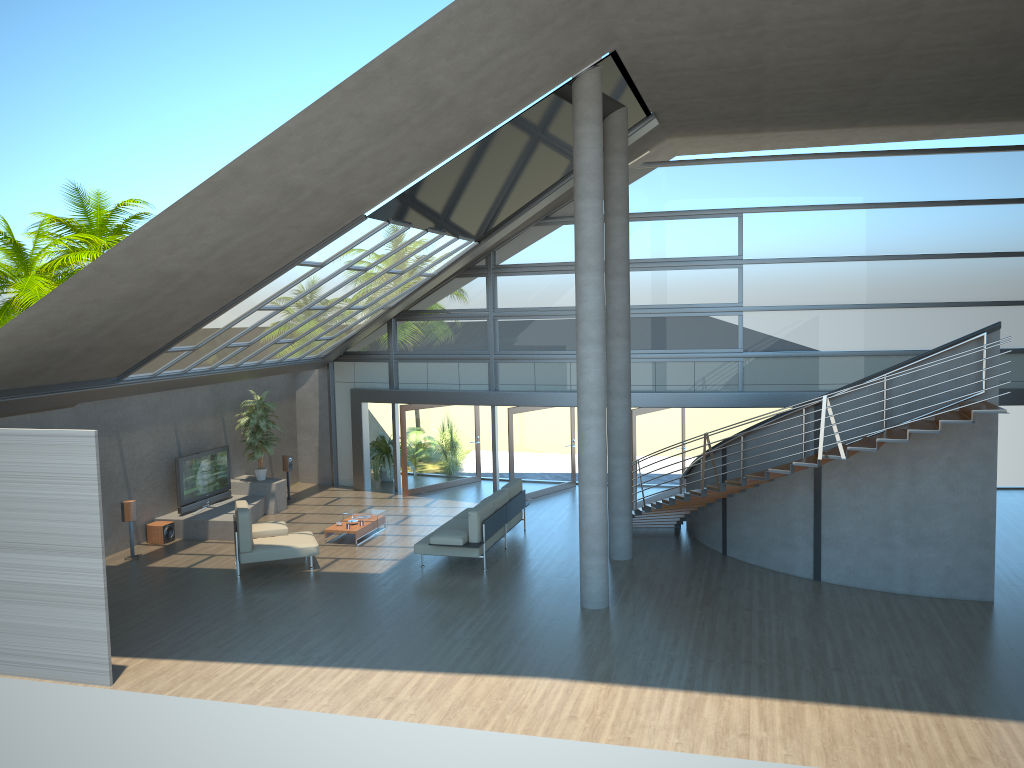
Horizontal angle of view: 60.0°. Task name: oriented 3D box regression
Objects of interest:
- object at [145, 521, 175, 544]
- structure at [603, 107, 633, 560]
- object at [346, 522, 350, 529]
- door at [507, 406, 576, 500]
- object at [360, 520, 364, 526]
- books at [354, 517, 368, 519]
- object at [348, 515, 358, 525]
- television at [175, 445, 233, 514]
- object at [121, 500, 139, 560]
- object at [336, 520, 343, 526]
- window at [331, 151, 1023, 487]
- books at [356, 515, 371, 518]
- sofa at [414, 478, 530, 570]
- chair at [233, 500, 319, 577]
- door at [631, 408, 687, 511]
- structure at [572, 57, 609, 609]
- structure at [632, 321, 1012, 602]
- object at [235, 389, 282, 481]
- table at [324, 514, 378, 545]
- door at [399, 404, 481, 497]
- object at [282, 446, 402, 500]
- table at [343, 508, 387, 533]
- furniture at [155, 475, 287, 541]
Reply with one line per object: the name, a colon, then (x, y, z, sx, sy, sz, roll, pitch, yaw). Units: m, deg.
object: (-6.214, 2.614, 15.623, 0.425, 0.323, 0.362, 0, 5, 16)
structure: (1.642, -0.815, 13.736, 0.381, 7.125, 0.382, -4, 5, -31)
object: (-2.820, 2.436, 15.231, 0.085, 0.101, 0.070, 0, 5, 14)
door: (0.665, 1.378, 18.785, 0.200, 1.977, 2.298, 3, 6, 39)
object: (-2.609, 2.415, 15.429, 0.070, 0.101, 0.085, 3, 6, 43)
books: (-2.719, 2.416, 16.031, 0.275, 0.005, 0.189, -2, 5, -4)
object: (-2.788, 2.379, 15.543, 0.178, 0.161, 0.178, -4, 6, -33)
television: (-5.794, 1.800, 16.713, 0.396, 1.063, 1.568, 0, 5, 16)
object: (-6.252, 2.389, 14.517, 0.234, 0.959, 0.171, -3, 5, -19)
object: (-3.016, 2.428, 15.469, 0.102, 0.086, 0.100, 0, 5, 20)
window: (3.774, -0.933, 17.702, 16.616, 6.630, 1.098, 0, 5, 14)
books: (-2.689, 2.407, 16.074, 0.275, 0.005, 0.189, -1, 5, -1)
sofa: (-0.631, 2.268, 14.810, 1.166, 0.947, 3.079, 0, 5, 15)
chair: (-3.746, 2.352, 14.005, 1.244, 1.023, 1.217, -3, 5, -19)
door: (3.015, 1.384, 18.074, 0.200, 1.977, 2.298, 2, 6, 36)
structure: (1.021, -0.619, 11.503, 0.381, 7.125, 0.382, 0, 5, 16)
structure: (3.698, 0.956, 12.939, 2.349, 3.653, 6.809, -5, 6, -36)
object: (-5.127, 1.026, 17.948, 0.932, 1.857, 0.895, -4, 5, -26)
table: (-2.767, 2.570, 15.718, 0.600, 0.250, 1.200, 0, 5, 16)
door: (-1.553, 1.350, 19.713, 0.200, 1.977, 2.298, 3, 7, 44)
object: (-7.002, 2.217, 16.973, 7.863, 0.982, 21.345, 0, 5, 19)
table: (-2.662, 2.483, 16.098, 0.680, 0.342, 0.400, 0, 5, 16)
furniture: (-5.260, 2.339, 17.092, 1.577, 0.610, 2.936, 0, 5, 16)
